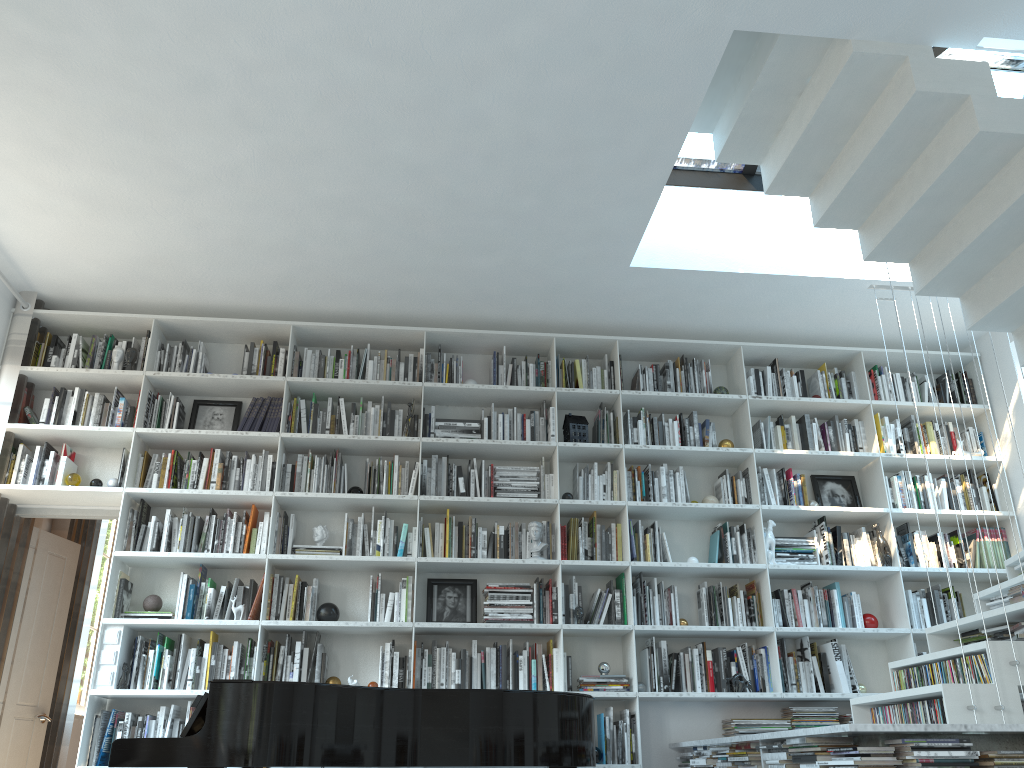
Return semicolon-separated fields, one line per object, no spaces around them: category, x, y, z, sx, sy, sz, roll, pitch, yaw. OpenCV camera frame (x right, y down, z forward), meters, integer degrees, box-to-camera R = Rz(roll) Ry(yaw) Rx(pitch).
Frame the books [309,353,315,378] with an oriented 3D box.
books;-1.277;-0.058;5.699;0.023;0.219;0.182;2;-23;-6

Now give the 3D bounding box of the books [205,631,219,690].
books;-1.677;1.558;4.958;0.021;0.321;0.172;2;-23;-6

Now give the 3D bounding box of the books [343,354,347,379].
books;-1.076;-0.054;5.727;0.013;0.233;0.155;2;-23;-6

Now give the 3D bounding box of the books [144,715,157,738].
books;-1.948;1.916;4.759;0.010;0.251;0.178;2;-23;-6

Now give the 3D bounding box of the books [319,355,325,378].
books;-1.214;-0.055;5.690;0.029;0.207;0.179;2;-23;-6

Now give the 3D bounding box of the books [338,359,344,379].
books;-1.098;-0.039;5.722;0.030;0.200;0.152;2;-23;-6

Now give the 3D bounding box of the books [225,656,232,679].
books;-1.575;1.627;4.956;0.023;0.193;0.140;2;-23;-6

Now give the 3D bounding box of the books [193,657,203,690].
books;-1.724;1.618;4.918;0.029;0.181;0.191;2;-24;-6

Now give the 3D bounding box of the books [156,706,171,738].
books;-1.892;1.907;4.797;0.027;0.298;0.143;2;-23;-6

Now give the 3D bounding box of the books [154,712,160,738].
books;-1.913;1.921;4.797;0.013;0.272;0.146;2;-23;-6

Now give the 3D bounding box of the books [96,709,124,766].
books;-2.152;1.896;4.750;0.052;0.282;0.173;2;-23;-6

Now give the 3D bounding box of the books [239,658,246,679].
books;-1.499;1.635;4.958;0.041;0.180;0.142;2;-23;-6

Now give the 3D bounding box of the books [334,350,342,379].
books;-1.128;-0.067;5.740;0.028;0.266;0.152;2;-23;-6

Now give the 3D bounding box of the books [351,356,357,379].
books;-1.021;-0.050;5.740;0.029;0.234;0.130;2;-23;-6

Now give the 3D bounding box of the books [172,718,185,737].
books;-1.813;1.940;4.797;0.031;0.237;0.132;2;-23;-6

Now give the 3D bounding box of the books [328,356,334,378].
books;-1.167;-0.049;5.738;0.025;0.233;0.130;2;-23;-6

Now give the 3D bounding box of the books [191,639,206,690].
books;-1.746;1.575;4.944;0.014;0.280;0.151;2;-23;-6

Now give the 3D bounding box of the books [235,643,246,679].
books;-1.526;1.598;4.971;0.013;0.259;0.143;2;-23;-6

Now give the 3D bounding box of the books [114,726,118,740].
books;-2.106;1.946;4.757;0.024;0.197;0.149;2;-23;-6

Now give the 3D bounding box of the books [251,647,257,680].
books;-1.435;1.605;4.964;0.010;0.239;0.175;2;-23;-6

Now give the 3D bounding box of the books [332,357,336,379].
books;-1.148;-0.043;5.729;0.012;0.215;0.151;2;-23;-6

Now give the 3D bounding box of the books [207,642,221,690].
books;-1.651;1.585;4.941;0.028;0.259;0.182;2;-23;-6

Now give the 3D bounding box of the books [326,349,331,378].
books;-1.182;-0.074;5.719;0.010;0.263;0.161;2;-23;-6

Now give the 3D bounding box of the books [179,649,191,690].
books;-1.804;1.603;4.944;0.045;0.229;0.138;2;-23;-6

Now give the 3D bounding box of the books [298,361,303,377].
books;-1.354;-0.039;5.696;0.024;0.182;0.134;2;-23;-6

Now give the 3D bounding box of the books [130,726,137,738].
books;-2.031;1.950;4.770;0.025;0.199;0.137;2;-23;-6

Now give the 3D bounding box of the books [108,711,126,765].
books;-2.123;1.910;4.769;0.010;0.272;0.151;2;-23;-6

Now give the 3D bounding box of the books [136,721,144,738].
books;-1.980;1.930;4.753;0.028;0.222;0.189;2;-23;-6

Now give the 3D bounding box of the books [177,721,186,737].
books;-1.784;1.946;4.793;0.028;0.224;0.135;2;-23;-6

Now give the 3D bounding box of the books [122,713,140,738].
books;-2.056;1.910;4.761;0.029;0.265;0.172;2;-23;-6

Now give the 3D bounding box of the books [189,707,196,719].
books;-1.736;1.910;4.800;0.012;0.294;0.177;2;-23;-6

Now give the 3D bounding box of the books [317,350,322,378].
books;-1.236;-0.071;5.708;0.012;0.248;0.175;2;-23;-6

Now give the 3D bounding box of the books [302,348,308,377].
books;-1.333;-0.078;5.726;0.021;0.277;0.141;2;-23;-6

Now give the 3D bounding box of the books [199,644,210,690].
books;-1.698;1.590;4.944;0.026;0.253;0.177;2;-23;-6

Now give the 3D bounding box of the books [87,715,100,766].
books;-2.226;1.915;4.756;0.012;0.253;0.161;2;-23;-6

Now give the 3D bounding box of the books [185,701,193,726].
books;-1.748;1.892;4.797;0.014;0.324;0.171;2;-23;-6

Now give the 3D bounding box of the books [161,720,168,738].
books;-1.873;1.940;4.789;0.012;0.231;0.149;2;-23;-6

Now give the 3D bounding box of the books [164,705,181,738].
books;-1.846;1.898;4.787;0.039;0.306;0.173;2;-23;-6

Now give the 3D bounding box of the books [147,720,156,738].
books;-1.931;1.933;4.769;0.028;0.228;0.158;2;-23;-6

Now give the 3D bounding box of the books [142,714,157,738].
books;-1.960;1.916;4.763;0.013;0.255;0.190;2;-23;-6

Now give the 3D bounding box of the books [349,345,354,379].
books;-1.040;-0.084;5.739;0.010;0.297;0.151;2;-23;-6

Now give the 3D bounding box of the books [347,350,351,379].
books;-1.051;-0.064;5.727;0.013;0.250;0.184;2;-23;-6

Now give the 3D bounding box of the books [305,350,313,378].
books;-1.304;-0.073;5.707;0.031;0.253;0.146;2;-23;-6

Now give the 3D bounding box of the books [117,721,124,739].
books;-2.081;1.927;4.744;0.022;0.219;0.188;2;-23;-6

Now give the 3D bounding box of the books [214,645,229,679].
books;-1.624;1.593;4.945;0.028;0.248;0.159;2;-23;-6

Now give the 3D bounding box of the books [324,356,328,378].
books;-1.194;-0.049;5.704;0.015;0.206;0.167;2;-23;-6

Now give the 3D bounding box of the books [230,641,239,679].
books;-1.541;1.587;4.953;0.021;0.264;0.186;2;-23;-6

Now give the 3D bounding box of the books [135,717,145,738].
books;-2.008;1.931;4.786;0.022;0.247;0.134;2;-23;-6

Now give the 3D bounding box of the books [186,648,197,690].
books;-1.767;1.598;4.932;0.027;0.229;0.159;2;-23;-6

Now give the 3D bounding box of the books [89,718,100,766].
books;-2.204;1.918;4.743;0.029;0.238;0.155;2;-23;-6

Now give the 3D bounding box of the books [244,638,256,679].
books;-1.470;1.580;4.964;0.014;0.285;0.180;2;-23;-6

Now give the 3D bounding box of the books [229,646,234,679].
books;-1.558;1.602;4.964;0.010;0.245;0.161;2;-23;-6

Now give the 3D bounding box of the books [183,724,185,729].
books;-1.763;1.953;4.792;0.013;0.208;0.155;2;-23;-6

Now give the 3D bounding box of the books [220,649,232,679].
books;-1.599;1.609;4.958;0.025;0.228;0.153;2;-23;-6

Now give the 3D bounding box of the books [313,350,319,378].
books;-1.254;-0.070;5.710;0.023;0.250;0.171;2;-23;-6

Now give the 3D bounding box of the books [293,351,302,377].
books;-1.379;-0.071;5.690;0.029;0.236;0.157;2;-23;-6

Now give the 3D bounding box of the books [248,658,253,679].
books;-1.455;1.639;4.976;0.023;0.186;0.131;2;-23;-6

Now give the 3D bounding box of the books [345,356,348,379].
books;-1.063;-0.048;5.718;0.011;0.215;0.160;2;-23;-6

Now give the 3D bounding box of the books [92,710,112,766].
books;-2.183;1.895;4.738;0.011;0.275;0.190;2;-23;-6
